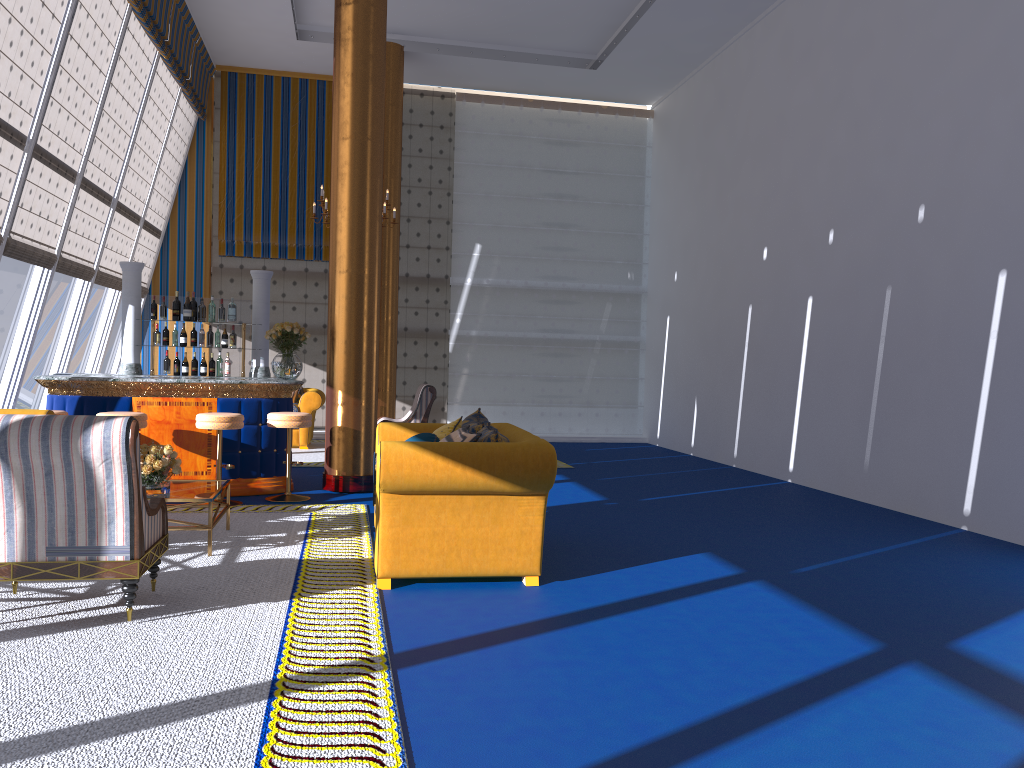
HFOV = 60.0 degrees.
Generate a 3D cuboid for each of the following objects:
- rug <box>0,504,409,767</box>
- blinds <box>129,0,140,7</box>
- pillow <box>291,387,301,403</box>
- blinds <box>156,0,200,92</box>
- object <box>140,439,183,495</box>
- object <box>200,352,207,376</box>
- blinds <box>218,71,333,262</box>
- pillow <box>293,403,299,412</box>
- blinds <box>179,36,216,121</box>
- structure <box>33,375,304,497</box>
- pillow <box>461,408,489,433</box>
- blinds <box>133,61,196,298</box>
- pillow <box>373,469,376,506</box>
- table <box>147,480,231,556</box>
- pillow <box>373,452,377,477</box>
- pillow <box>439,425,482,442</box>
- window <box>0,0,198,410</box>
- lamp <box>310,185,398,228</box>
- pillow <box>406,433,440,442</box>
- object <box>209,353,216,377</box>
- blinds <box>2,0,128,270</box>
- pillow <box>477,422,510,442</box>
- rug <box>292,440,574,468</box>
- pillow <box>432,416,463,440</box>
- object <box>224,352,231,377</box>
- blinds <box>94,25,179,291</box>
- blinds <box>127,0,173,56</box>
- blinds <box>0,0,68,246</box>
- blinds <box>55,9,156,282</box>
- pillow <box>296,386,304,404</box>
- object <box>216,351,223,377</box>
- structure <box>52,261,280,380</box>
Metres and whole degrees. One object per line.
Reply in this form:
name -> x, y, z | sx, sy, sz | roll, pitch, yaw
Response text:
rug -> -2.463, 1.102, 4.405 | 3.608, 0.010, 6.227 | 1, 1, -11
blinds -> -3.861, -4.399, 8.702 | 0.340, 0.830, 1.517 | 1, 1, -11
pillow -> -3.317, 0.255, 12.776 | 0.524, 0.456, 0.326 | 1, 2, -12
blinds -> -4.425, -4.478, 11.719 | 0.340, 0.830, 1.517 | 1, 1, -11
object -> -2.424, 0.551, 5.841 | 0.459, 0.388, 0.499 | 1, 2, -30
object -> -3.169, -0.204, 9.115 | 0.069, 0.244, 0.068 | 1, 2, -30
blinds -> -3.309, -3.476, 14.287 | 2.672, 2.991, 0.151 | 1, 2, -12
pillow -> -3.107, 0.385, 12.548 | 0.215, 0.219, 0.372 | 1, 1, -6
blinds -> -4.707, -4.518, 13.229 | 0.340, 0.830, 1.517 | 1, 1, -11
structure -> -3.104, 0.477, 8.166 | 2.329, 1.065, 0.763 | 1, 2, -22
pillow -> -0.308, 0.507, 6.044 | 0.354, 0.673, 0.600 | 2, 2, -3
blinds -> -5.167, -3.003, 13.274 | 0.878, 3.395, 1.359 | 1, 2, -11
pillow -> -0.627, 0.609, 5.202 | 0.374, 0.219, 0.214 | 1, 1, -7
table -> -2.458, 0.883, 5.950 | 0.979, 0.369, 0.902 | 1, 1, -11
pillow -> -0.775, 0.584, 6.175 | 0.378, 0.219, 0.214 | 1, 1, -7
pillow -> -0.388, 0.491, 5.417 | 0.329, 0.456, 0.519 | 1, 1, -11
window -> -4.249, -1.927, 6.619 | 1.626, 5.857, 15.395 | 1, 1, -11
lamp -> -2.008, -3.142, 11.442 | 1.070, 2.422, 1.048 | 0, 2, -34
pillow -> -0.654, 0.499, 5.741 | 0.455, 0.367, 0.395 | 3, 2, 39
object -> -3.093, -0.199, 9.152 | 0.066, 0.244, 0.065 | 1, 2, -30
blinds -> -4.345, -2.888, 8.873 | 0.878, 3.395, 1.359 | 1, 2, -11
pillow -> -0.195, 0.553, 5.468 | 0.340, 0.610, 0.612 | 1, 1, -6
rug -> -2.622, 0.934, 12.244 | 6.284, 0.011, 3.577 | 1, 1, -12
pillow -> -0.452, 0.459, 5.965 | 0.232, 0.492, 0.609 | 1, 1, -5
object -> -2.955, -0.203, 9.222 | 0.061, 0.258, 0.061 | 1, 2, -11
blinds -> -4.896, -2.965, 11.822 | 0.878, 3.395, 1.359 | 1, 2, -11
blinds -> -4.143, -4.439, 10.213 | 0.340, 0.830, 1.517 | 1, 1, -11
blinds -> -4.065, -2.849, 7.375 | 0.878, 3.395, 1.359 | 1, 2, -11
blinds -> -4.614, -2.925, 10.312 | 0.878, 3.395, 1.359 | 1, 2, -11
pillow -> -3.364, 0.307, 12.971 | 0.615, 0.610, 0.338 | 1, 2, -6
object -> -3.029, -0.210, 9.197 | 0.068, 0.269, 0.069 | 3, 2, 39
structure -> -3.456, -0.120, 9.163 | 2.328, 2.196, 0.763 | 1, 2, -20
